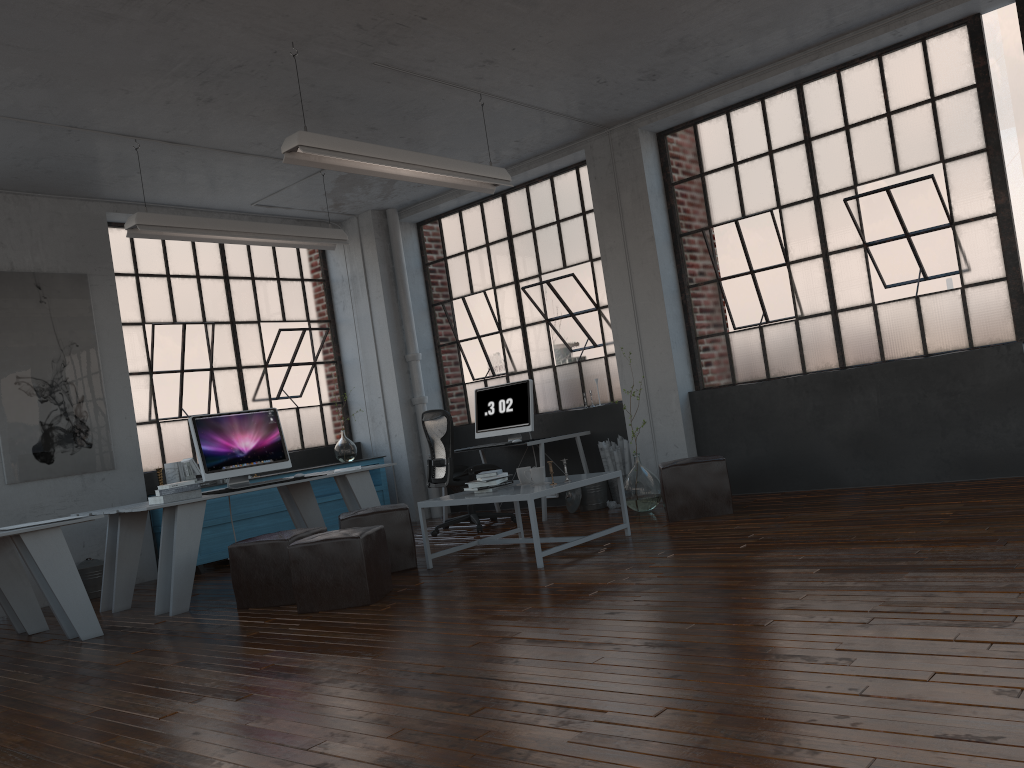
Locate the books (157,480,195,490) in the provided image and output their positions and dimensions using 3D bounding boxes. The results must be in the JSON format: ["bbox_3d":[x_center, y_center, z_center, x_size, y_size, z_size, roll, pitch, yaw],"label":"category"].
[{"bbox_3d":[-2.220,0.667,5.859,0.153,0.030,0.184,-10,-3,41],"label":"books"}]

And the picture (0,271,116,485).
[{"bbox_3d":[-3.693,-0.079,7.067,0.025,1.650,0.851,-9,-1,40],"label":"picture"}]

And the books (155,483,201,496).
[{"bbox_3d":[-2.205,0.696,5.848,0.257,0.044,0.193,-7,-3,-30],"label":"books"}]

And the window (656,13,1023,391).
[{"bbox_3d":[2.403,-1.228,6.892,2.596,2.390,0.668,-10,-1,40],"label":"window"}]

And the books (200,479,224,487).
[{"bbox_3d":[-2.677,0.873,7.739,0.191,0.032,0.258,-11,-3,42],"label":"books"}]

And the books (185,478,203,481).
[{"bbox_3d":[-2.686,0.823,7.740,0.212,0.023,0.258,-10,-3,40],"label":"books"}]

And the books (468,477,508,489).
[{"bbox_3d":[-0.160,0.659,5.950,0.200,0.031,0.272,-9,-2,15],"label":"books"}]

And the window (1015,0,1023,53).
[{"bbox_3d":[4.517,-1.618,5.081,2.596,2.390,0.668,-10,-1,40],"label":"window"}]

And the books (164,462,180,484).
[{"bbox_3d":[-2.971,0.809,7.760,0.173,0.239,0.032,-10,-1,40],"label":"books"}]

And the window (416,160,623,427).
[{"bbox_3d":[0.081,-0.801,8.880,2.596,2.390,0.668,-10,-1,40],"label":"window"}]

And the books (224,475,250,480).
[{"bbox_3d":[-2.509,0.838,7.948,0.203,0.012,0.251,-11,-3,41],"label":"books"}]

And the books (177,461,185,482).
[{"bbox_3d":[-2.937,0.805,7.785,0.173,0.241,0.053,-10,-1,40],"label":"books"}]

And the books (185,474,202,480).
[{"bbox_3d":[-2.693,0.798,7.732,0.191,0.028,0.239,-11,-3,42],"label":"books"}]

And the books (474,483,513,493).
[{"bbox_3d":[-0.124,0.701,5.966,0.172,0.028,0.217,-10,-3,40],"label":"books"}]

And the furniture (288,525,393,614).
[{"bbox_3d":[-0.979,1.062,5.112,0.471,0.431,0.470,-9,-2,9],"label":"furniture"}]

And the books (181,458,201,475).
[{"bbox_3d":[-2.835,0.798,7.914,0.176,0.284,0.169,-9,-1,40],"label":"books"}]

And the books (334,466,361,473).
[{"bbox_3d":[-1.271,0.661,6.864,0.205,0.019,0.244,-8,-2,-10],"label":"books"}]

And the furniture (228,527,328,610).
[{"bbox_3d":[-1.427,1.141,5.526,0.481,0.439,0.479,-9,-2,19],"label":"furniture"}]

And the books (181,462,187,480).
[{"bbox_3d":[-2.918,0.814,7.810,0.152,0.239,0.045,-9,-1,40],"label":"books"}]

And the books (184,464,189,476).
[{"bbox_3d":[-2.901,0.828,7.832,0.161,0.224,0.045,-10,-1,40],"label":"books"}]

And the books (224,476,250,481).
[{"bbox_3d":[-2.504,0.850,7.942,0.187,0.014,0.247,-10,-3,38],"label":"books"}]

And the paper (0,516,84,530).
[{"bbox_3d":[-2.814,0.827,5.292,0.428,0.001,0.486,-7,-3,-39],"label":"paper"}]

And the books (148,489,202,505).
[{"bbox_3d":[-2.224,0.747,5.851,0.201,0.050,0.271,-10,-3,40],"label":"books"}]

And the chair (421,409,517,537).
[{"bbox_3d":[-0.437,0.739,7.831,0.772,1.085,0.791,-10,-2,44],"label":"chair"}]

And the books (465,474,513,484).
[{"bbox_3d":[-0.155,0.640,5.955,0.200,0.014,0.274,-10,-3,40],"label":"books"}]

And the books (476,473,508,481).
[{"bbox_3d":[-0.133,0.620,5.936,0.184,0.026,0.125,-8,-2,-20],"label":"books"}]

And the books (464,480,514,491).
[{"bbox_3d":[-0.158,0.682,5.949,0.273,0.025,0.210,-7,-3,-30],"label":"books"}]

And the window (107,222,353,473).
[{"bbox_3d":[-2.728,-0.385,8.765,0.671,2.390,2.586,-9,-2,40],"label":"window"}]

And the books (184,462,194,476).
[{"bbox_3d":[-2.877,0.805,7.857,0.161,0.224,0.065,-10,-1,40],"label":"books"}]

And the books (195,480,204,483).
[{"bbox_3d":[-2.682,0.845,7.728,0.191,0.023,0.241,-10,-3,38],"label":"books"}]

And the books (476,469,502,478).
[{"bbox_3d":[-0.152,0.599,5.921,0.141,0.026,0.202,-9,-2,10],"label":"books"}]
